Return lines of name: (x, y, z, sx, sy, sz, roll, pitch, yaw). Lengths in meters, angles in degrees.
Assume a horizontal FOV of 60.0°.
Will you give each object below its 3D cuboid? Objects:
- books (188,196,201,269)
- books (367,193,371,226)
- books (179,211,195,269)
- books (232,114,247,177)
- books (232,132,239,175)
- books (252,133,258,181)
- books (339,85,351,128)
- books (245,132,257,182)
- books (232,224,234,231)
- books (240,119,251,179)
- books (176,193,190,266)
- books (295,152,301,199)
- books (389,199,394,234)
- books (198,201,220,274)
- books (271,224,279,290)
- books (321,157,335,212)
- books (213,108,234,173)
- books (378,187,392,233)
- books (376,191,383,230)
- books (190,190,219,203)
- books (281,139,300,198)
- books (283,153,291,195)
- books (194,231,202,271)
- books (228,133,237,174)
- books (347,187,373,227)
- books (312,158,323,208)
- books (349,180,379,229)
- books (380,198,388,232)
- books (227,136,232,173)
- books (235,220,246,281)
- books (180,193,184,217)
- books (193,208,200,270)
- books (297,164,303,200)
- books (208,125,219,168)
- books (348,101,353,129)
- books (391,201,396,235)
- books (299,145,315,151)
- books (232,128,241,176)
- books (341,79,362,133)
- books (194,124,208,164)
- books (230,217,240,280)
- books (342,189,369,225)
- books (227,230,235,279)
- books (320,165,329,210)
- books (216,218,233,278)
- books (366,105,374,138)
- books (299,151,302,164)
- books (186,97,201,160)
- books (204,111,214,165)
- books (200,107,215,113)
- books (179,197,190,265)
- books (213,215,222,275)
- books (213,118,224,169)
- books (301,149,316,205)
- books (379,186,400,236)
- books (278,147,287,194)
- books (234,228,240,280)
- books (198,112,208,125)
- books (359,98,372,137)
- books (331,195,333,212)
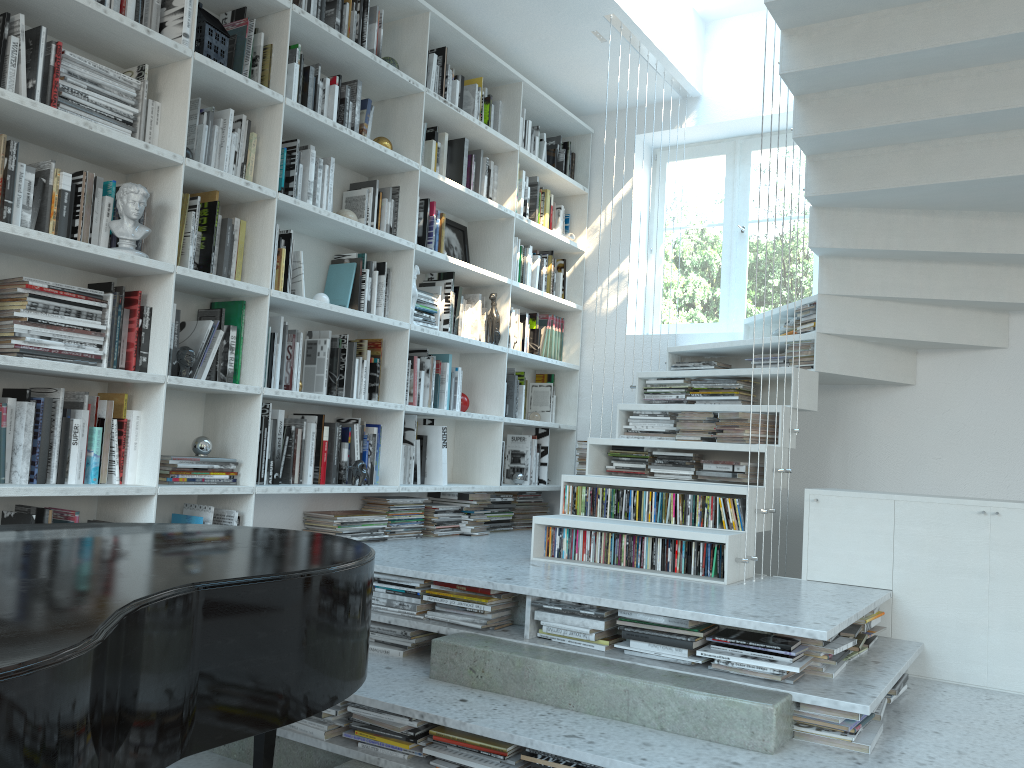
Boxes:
books: (-1.197, -0.526, 3.203, 0.163, 0.294, 0.019, 1, -5, 32)
books: (-0.705, -0.759, 4.020, 0.154, 0.205, 0.005, 1, -5, 32)
books: (-1.210, -0.497, 3.188, 0.180, 0.231, 0.015, 1, -5, 32)
books: (-1.088, -0.874, 3.384, 0.154, 0.293, 0.028, 1, -5, 32)
books: (-1.101, -0.837, 3.346, 0.157, 0.211, 0.029, 1, -5, 32)
books: (-1.060, -0.842, 3.424, 0.173, 0.237, 0.026, 1, -5, 32)
books: (-0.785, -1.161, 3.849, 0.185, 0.237, 0.030, 1, -5, 32)
books: (-1.057, -0.839, 3.399, 0.176, 0.229, 0.028, 1, -5, 32)
books: (-1.120, -0.482, 3.350, 0.145, 0.239, 0.028, 1, -5, 32)
books: (-1.078, -0.865, 3.395, 0.173, 0.277, 0.025, 1, -5, 32)
books: (-1.220, -0.530, 3.159, 0.145, 0.293, 0.035, 1, -5, 32)
books: (-0.935, -0.820, 3.613, 0.164, 0.237, 0.022, 1, -5, 32)
books: (-0.626, -0.746, 4.112, 0.173, 0.204, 0.013, 1, -5, 32)
books: (-1.151, -0.519, 3.250, 0.182, 0.293, 0.019, 1, -5, 32)
books: (-0.999, -0.485, 3.491, 0.191, 0.279, 0.013, 1, -5, 32)
books: (-0.833, -0.819, 3.770, 0.169, 0.272, 0.024, 1, -5, 32)
books: (-1.116, -0.874, 3.293, 0.186, 0.275, 0.028, 1, -5, 32)
books: (-0.633, -0.774, 4.102, 0.175, 0.256, 0.016, 1, -5, 32)
books: (-0.669, -0.764, 4.075, 0.160, 0.228, 0.016, 1, -5, 32)
books: (-1.159, -0.540, 3.272, 0.169, 0.337, 0.022, 1, -5, 32)
books: (-0.938, -0.843, 3.596, 0.177, 0.280, 0.014, 1, -5, 32)
books: (-0.967, -0.813, 3.587, 0.161, 0.215, 0.026, 1, -5, 32)
books: (-1.198, -0.465, 3.251, 0.131, 0.181, 0.030, 1, -5, 32)
books: (-1.112, -0.831, 3.327, 0.185, 0.196, 0.027, 1, -5, 32)
books: (-0.698, -0.771, 4.027, 0.154, 0.232, 0.012, 1, -5, 32)
books: (-0.875, -0.812, 3.713, 0.183, 0.244, 0.025, 1, -5, 32)
books: (-0.680, -0.787, 4.033, 0.164, 0.267, 0.015, 1, -5, 32)
books: (-0.650, -0.748, 4.093, 0.173, 0.201, 0.013, 1, -5, 32)
books: (-1.120, -0.833, 3.310, 0.173, 0.194, 0.024, 1, -5, 32)
books: (-1.092, -0.491, 3.407, 0.141, 0.268, 0.033, 1, -5, 32)
books: (-1.240, -0.531, 3.156, 0.145, 0.293, 0.035, 1, -5, 32)
books: (-1.207, -0.516, 3.231, 0.139, 0.278, 0.035, 1, -5, 32)
books: (-0.931, -0.796, 3.636, 0.171, 0.194, 0.025, 1, -5, 32)
books: (-1.158, -0.844, 3.277, 0.171, 0.207, 0.023, 1, -5, 32)
books: (-0.775, -1.130, 3.874, 0.176, 0.181, 0.027, 1, -5, 32)
books: (-0.617, -0.745, 4.135, 0.169, 0.206, 0.012, 1, -5, 32)
books: (-0.900, -0.840, 3.700, 0.159, 0.295, 0.027, 1, -5, 32)
books: (-1.097, -0.846, 3.366, 0.149, 0.233, 0.024, 1, -5, 32)
books: (-0.746, -1.179, 3.895, 0.183, 0.285, 0.029, 1, -5, 32)
books: (-1.178, -0.838, 3.216, 0.181, 0.185, 0.028, 1, -5, 32)
books: (-1.102, -0.493, 3.368, 0.143, 0.266, 0.032, 1, -5, 32)
books: (-0.713, -0.767, 4.013, 0.140, 0.220, 0.015, 1, -5, 32)
books: (-1.117, -0.467, 3.317, 0.181, 0.204, 0.034, 1, -5, 32)
books: (-0.856, -0.802, 3.756, 0.183, 0.232, 0.021, 1, -5, 32)
books: (-1.122, -0.488, 3.293, 0.188, 0.242, 0.027, 1, -5, 32)
books: (-0.709, -1.136, 3.978, 0.182, 0.216, 0.048, 1, -5, 32)
books: (-0.925, -0.826, 3.657, 0.131, 0.256, 0.011, 1, -5, 32)
books: (-1.200, -0.890, 3.220, 0.159, 0.285, 0.019, 1, -5, 32)
books: (-1.170, -0.867, 3.257, 0.164, 0.250, 0.028, 1, -5, 32)
books: (-1.163, -0.879, 3.271, 0.146, 0.275, 0.019, 1, -5, 32)
books: (-1.226, -0.529, 3.178, 0.145, 0.293, 0.035, 1, -5, 32)
books: (-1.155, -0.496, 3.287, 0.174, 0.253, 0.033, 1, -5, 32)
books: (-1.145, -0.856, 3.288, 0.178, 0.236, 0.023, 1, -5, 32)
books: (-0.894, -0.827, 3.662, 0.182, 0.263, 0.030, 1, -5, 32)
books: (-0.604, -0.780, 4.141, 0.182, 0.277, 0.005, 1, -5, 32)
books: (-0.975, -0.825, 3.570, 0.157, 0.236, 0.013, 1, -5, 32)
books: (-1.105, -0.483, 3.392, 0.149, 0.247, 0.019, 1, -5, 32)
books: (-1.184, -0.865, 3.245, 0.159, 0.242, 0.024, 1, -5, 32)
books: (-0.713, -1.147, 3.955, 0.171, 0.235, 0.054, 1, -5, 32)
books: (-0.833, -0.806, 3.814, 0.161, 0.254, 0.034, 1, -5, 32)
